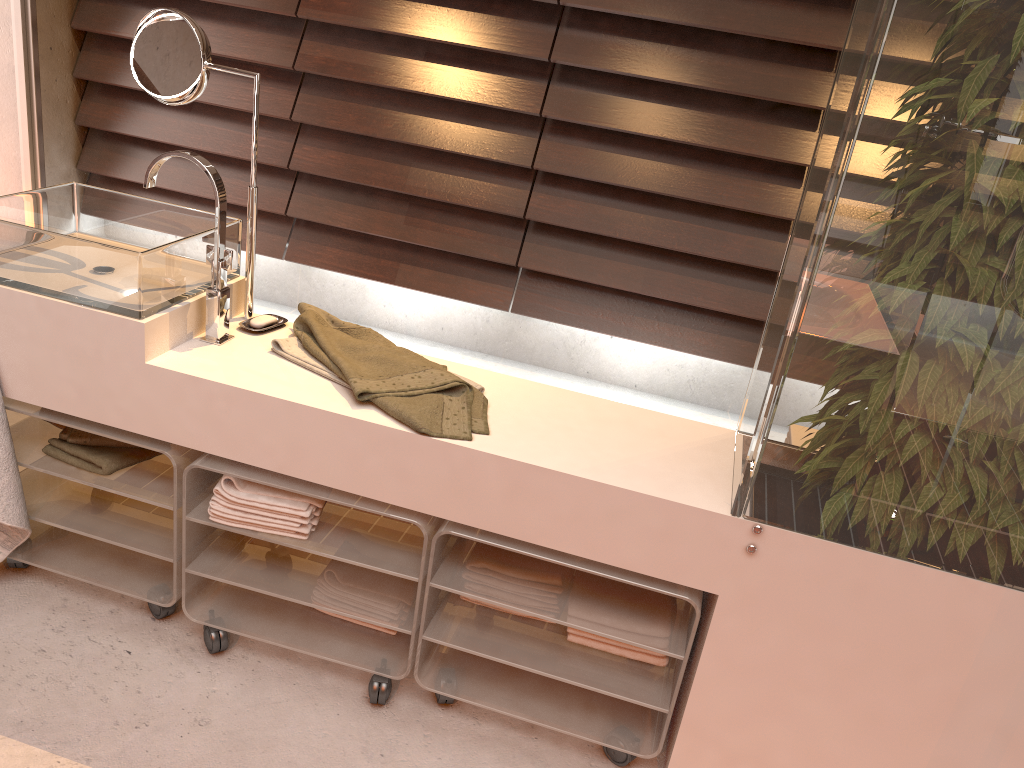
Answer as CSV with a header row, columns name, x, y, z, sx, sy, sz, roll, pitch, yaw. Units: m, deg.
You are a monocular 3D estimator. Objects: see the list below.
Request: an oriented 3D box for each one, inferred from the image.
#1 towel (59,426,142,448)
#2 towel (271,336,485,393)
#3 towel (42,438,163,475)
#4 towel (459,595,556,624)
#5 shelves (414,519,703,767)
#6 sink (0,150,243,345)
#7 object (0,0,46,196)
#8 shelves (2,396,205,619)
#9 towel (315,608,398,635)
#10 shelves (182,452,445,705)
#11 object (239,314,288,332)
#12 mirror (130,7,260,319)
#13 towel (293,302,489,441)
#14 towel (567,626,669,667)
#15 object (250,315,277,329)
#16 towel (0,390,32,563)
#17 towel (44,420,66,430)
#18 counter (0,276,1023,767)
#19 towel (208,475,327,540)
name,x,y,z,sx,sy,sz,roll,pitch,yaw
towel,-0.860,0.090,1.922,0.192,0.062,0.192,5,23,-9
towel,-0.267,-0.035,1.735,0.394,0.027,0.202,23,26,29
towel,-0.854,0.123,1.882,0.206,0.034,0.198,18,24,19
towel,0.023,0.380,1.851,0.220,0.098,0.221,13,23,9
shelves,0.106,0.446,1.792,0.487,0.436,0.368,14,23,10
sink,-0.767,-0.302,1.740,0.486,0.357,0.340,14,23,10
object,-1.986,-1.254,2.940,0.090,2.000,1.007,14,23,10
shelves,-0.853,0.211,1.971,0.487,0.436,0.368,14,23,10
towel,-0.299,0.421,1.934,0.221,0.098,0.220,13,23,9
shelves,-0.379,0.339,1.854,0.487,0.436,0.368,13,23,8
object,-0.523,-0.125,1.866,0.065,0.011,0.108,19,25,22
mirror,-0.653,-0.455,1.844,0.316,0.589,0.074,15,24,12
towel,-0.229,-0.042,1.726,0.258,0.057,0.571,-7,28,-34
towel,0.225,0.442,1.785,0.221,0.098,0.220,13,23,9
object,-0.522,-0.132,1.863,0.035,0.016,0.066,19,25,21
towel,-1.080,0.097,1.733,0.252,0.598,0.121,7,23,-5
towel,-0.930,0.058,1.995,0.180,0.040,0.196,20,25,23
counter,0.327,0.386,1.696,2.931,0.686,0.350,14,23,10
towel,-0.468,0.199,1.770,0.221,0.098,0.220,9,23,0
